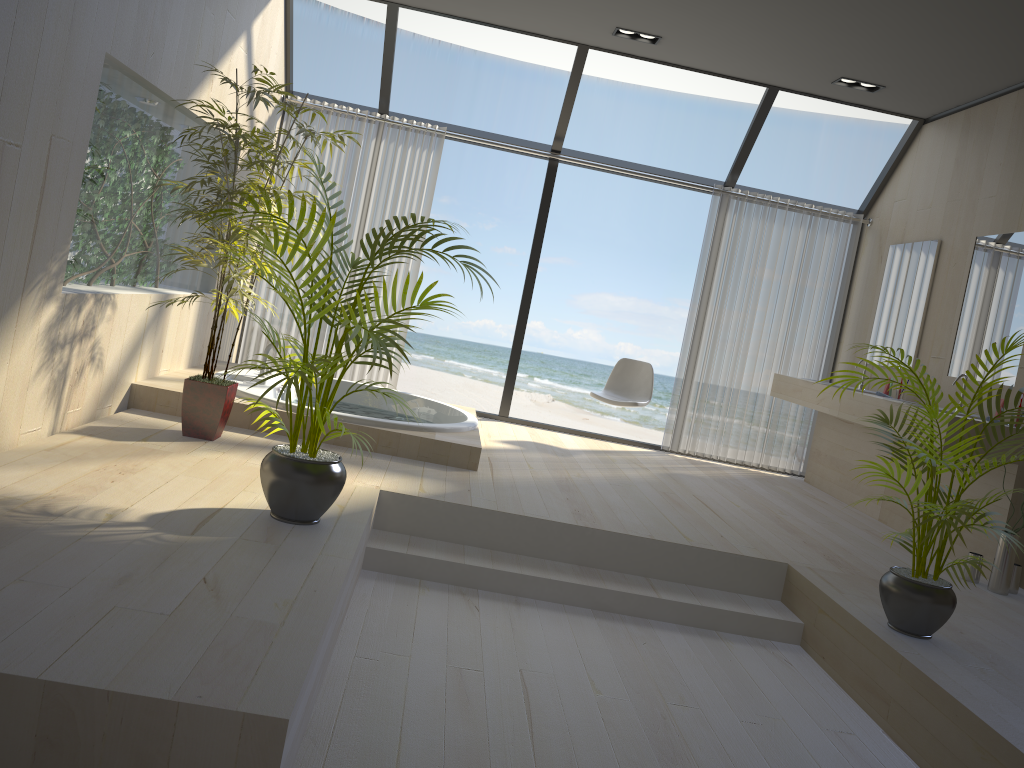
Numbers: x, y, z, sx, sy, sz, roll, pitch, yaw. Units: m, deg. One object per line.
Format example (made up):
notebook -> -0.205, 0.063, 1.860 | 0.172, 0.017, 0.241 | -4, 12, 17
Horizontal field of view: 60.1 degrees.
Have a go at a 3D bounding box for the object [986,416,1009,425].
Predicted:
object -> 2.491, 0.189, 4.542 | 0.105, 0.029, 0.032 | 15, 5, 36

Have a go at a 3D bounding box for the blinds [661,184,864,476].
blinds -> 1.923, -0.404, 6.833 | 1.182, 2.067, 0.084 | 11, 2, -4

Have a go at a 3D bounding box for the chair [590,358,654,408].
chair -> 0.820, -0.009, 6.427 | 0.371, 0.347, 0.453 | 13, 4, 24

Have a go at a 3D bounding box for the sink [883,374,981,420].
sink -> 2.348, 0.122, 4.941 | 0.504, 0.418, 0.575 | 11, 4, -1

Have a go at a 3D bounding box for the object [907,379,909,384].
object -> 2.535, 0.021, 5.722 | 0.054, 0.175, 0.012 | 12, 2, 21

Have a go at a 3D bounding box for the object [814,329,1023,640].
object -> 1.508, 0.321, 3.208 | 0.921, 1.155, 0.748 | 13, 3, 29

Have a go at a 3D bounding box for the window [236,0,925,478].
window -> 0.416, -1.023, 6.520 | 4.556, 2.809, 0.747 | 11, 2, -4

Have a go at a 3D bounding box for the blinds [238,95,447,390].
blinds -> -1.264, -1.013, 6.609 | 1.182, 2.067, 0.084 | 11, 2, -4

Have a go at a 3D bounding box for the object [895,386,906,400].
object -> 2.513, 0.058, 5.729 | 0.058, 0.100, 0.058 | 11, 2, 2

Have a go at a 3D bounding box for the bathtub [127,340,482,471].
bathtub -> -1.114, 0.154, 5.398 | 1.819, 0.697, 1.653 | 11, 4, -4

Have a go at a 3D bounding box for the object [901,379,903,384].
object -> 2.504, 0.015, 5.703 | 0.012, 0.178, 0.049 | 12, 2, 35

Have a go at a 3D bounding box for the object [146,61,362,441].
object -> -1.358, -0.620, 4.164 | 0.790, 1.753, 0.933 | 12, 2, 21

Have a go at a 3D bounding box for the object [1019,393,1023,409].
object -> 2.579, 0.134, 4.500 | 0.012, 0.178, 0.049 | 12, 2, 35

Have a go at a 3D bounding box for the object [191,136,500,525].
object -> -0.591, -0.177, 3.144 | 1.062, 1.343, 0.877 | 10, 3, -16

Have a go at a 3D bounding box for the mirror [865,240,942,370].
mirror -> 2.681, -0.545, 6.098 | 0.023, 0.867, 0.655 | 11, 3, -5

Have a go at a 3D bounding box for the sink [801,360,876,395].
sink -> 2.272, 0.003, 6.144 | 0.504, 0.418, 0.575 | 11, 4, -1

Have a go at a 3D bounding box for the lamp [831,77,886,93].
lamp -> 2.285, -2.015, 5.815 | 0.300, 0.112, 0.164 | 11, 4, -4

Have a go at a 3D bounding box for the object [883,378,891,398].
object -> 2.464, 0.023, 5.814 | 0.039, 0.134, 0.038 | 13, 2, 44

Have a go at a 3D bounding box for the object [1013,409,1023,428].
object -> 2.588, 0.177, 4.526 | 0.058, 0.100, 0.058 | 11, 2, 6

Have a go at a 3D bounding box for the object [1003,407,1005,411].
object -> 2.599, 0.146, 4.708 | 0.039, 0.134, 0.039 | 12, 2, 37

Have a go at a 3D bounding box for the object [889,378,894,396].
object -> 2.523, 0.026, 5.911 | 0.039, 0.134, 0.038 | 13, 2, 44

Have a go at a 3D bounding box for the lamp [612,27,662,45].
lamp -> 0.815, -2.296, 5.711 | 0.300, 0.112, 0.164 | 11, 4, -4

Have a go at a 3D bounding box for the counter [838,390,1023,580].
counter -> 2.312, 0.533, 4.989 | 0.550, 0.789, 1.210 | 11, 4, -4

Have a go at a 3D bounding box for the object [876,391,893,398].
object -> 2.415, 0.070, 5.745 | 0.105, 0.029, 0.032 | 15, 5, 36

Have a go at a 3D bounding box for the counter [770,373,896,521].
counter -> 2.237, 0.414, 6.192 | 0.550, 0.789, 1.210 | 11, 4, -4

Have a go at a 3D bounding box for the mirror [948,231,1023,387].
mirror -> 2.773, -0.437, 5.066 | 0.023, 0.867, 0.655 | 11, 3, -5

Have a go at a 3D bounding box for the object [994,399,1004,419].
object -> 2.540, 0.142, 4.611 | 0.039, 0.134, 0.039 | 12, 2, 37

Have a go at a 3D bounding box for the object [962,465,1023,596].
object -> 2.468, 0.644, 4.262 | 0.405, 0.748, 0.275 | 11, 2, -16
